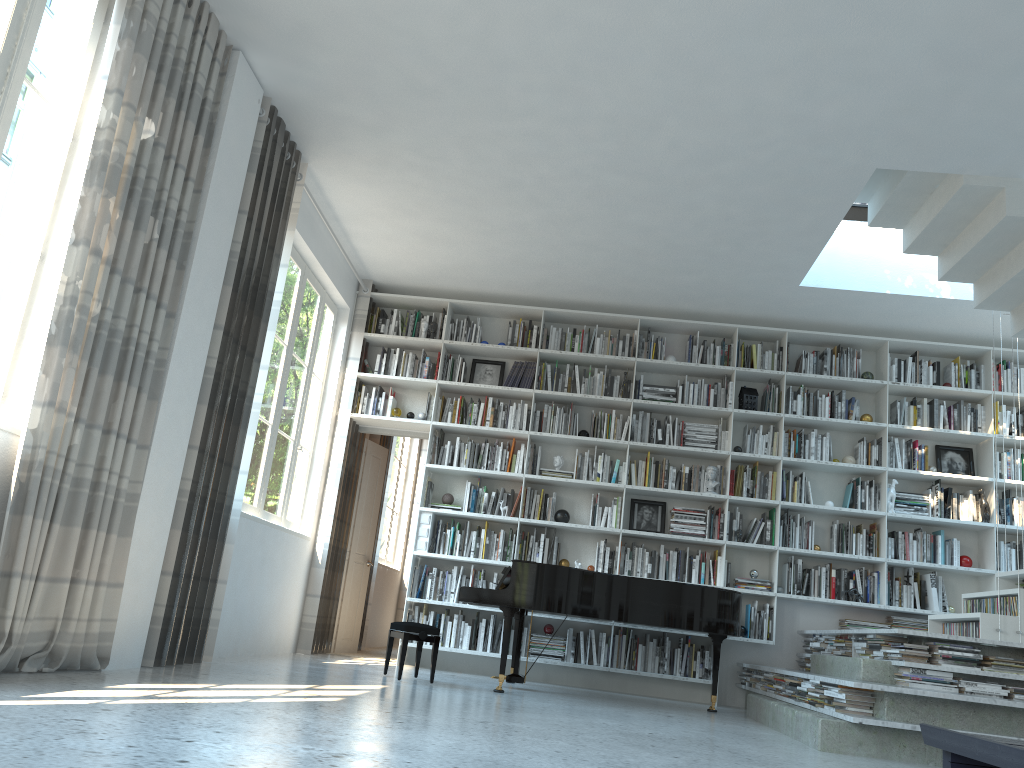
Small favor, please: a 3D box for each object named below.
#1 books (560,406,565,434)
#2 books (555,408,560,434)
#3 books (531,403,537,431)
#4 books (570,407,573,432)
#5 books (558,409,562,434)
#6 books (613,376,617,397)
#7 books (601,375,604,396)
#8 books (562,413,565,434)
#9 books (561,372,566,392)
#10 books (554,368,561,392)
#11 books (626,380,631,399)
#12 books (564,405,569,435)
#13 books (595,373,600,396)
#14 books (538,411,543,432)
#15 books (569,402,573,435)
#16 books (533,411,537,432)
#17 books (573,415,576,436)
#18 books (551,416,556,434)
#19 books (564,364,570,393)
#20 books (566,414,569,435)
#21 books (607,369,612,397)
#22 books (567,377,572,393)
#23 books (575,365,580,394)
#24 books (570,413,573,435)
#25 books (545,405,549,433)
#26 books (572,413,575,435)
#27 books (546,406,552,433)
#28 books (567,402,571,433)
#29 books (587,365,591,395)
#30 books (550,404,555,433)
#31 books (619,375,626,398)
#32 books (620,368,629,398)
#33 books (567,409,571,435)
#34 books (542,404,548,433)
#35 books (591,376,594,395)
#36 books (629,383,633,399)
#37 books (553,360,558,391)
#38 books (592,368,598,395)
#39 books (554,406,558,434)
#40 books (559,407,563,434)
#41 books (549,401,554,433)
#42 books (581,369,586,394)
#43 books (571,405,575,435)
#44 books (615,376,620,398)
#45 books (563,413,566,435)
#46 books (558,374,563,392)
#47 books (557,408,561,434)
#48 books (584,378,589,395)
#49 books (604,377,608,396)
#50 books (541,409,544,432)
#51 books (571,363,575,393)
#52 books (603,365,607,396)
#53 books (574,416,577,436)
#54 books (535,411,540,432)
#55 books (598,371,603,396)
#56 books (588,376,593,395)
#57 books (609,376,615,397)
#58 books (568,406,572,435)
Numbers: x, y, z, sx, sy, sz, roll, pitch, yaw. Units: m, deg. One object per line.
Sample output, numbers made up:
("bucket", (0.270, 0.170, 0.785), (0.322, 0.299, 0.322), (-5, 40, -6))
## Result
("books", (0.437, 0.345, 7.694), (0.011, 0.278, 0.169), (6, -15, 5))
("books", (0.394, 0.350, 7.681), (0.012, 0.251, 0.184), (6, -15, 5))
("books", (0.190, 0.323, 7.733), (0.012, 0.284, 0.160), (6, -15, 5))
("books", (0.515, 0.343, 7.702), (0.005, 0.304, 0.163), (6, -15, 5))
("books", (0.417, 0.357, 7.702), (0.011, 0.255, 0.152), (6, -15, 5))
("books", (0.893, 0.062, 7.745), (0.022, 0.222, 0.161), (6, -15, 5))
("books", (0.790, 0.049, 7.759), (0.013, 0.230, 0.142), (6, -15, 5))
("books", (0.443, 0.378, 7.677), (0.011, 0.208, 0.181), (6, -15, 5))
("books", (0.450, 0.021, 7.784), (0.029, 0.218, 0.158), (6, -15, 5))
("books", (0.398, 0.003, 7.785), (0.031, 0.241, 0.182), (6, -15, 5))
("books", (1.013, 0.084, 7.752), (0.028, 0.211, 0.135), (6, -15, 5))
("books", (0.470, 0.342, 7.690), (0.011, 0.290, 0.177), (6, -15, 5))
("books", (0.744, 0.043, 7.748), (0.021, 0.225, 0.192), (6, -15, 5))
("books", (0.248, 0.362, 7.726), (0.024, 0.218, 0.140), (6, -15, 5))
("books", (0.512, 0.331, 7.707), (0.005, 0.330, 0.162), (6, -15, 5))
("books", (0.198, 0.356, 7.706), (0.015, 0.207, 0.186), (6, -15, 5))
("books", (0.542, 0.390, 7.694), (0.012, 0.217, 0.151), (6, -15, 5))
("books", (0.363, 0.385, 7.697), (0.029, 0.186, 0.149), (6, -15, 5))
("books", (0.480, -0.012, 7.791), (0.023, 0.292, 0.156), (6, -15, 5))
("books", (0.479, 0.385, 7.704), (0.012, 0.216, 0.133), (6, -15, 5))
("books", (0.847, 0.029, 7.774), (0.022, 0.289, 0.147), (6, -15, 5))
("books", (0.503, 0.047, 7.784), (0.034, 0.180, 0.160), (6, -15, 5))
("books", (0.575, -0.001, 7.774), (0.075, 0.284, 0.179), (6, -15, 5))
("books", (0.519, 0.353, 7.696), (0.004, 0.283, 0.167), (6, -15, 5))
("books", (0.304, 0.333, 7.705), (0.012, 0.275, 0.157), (6, -15, 5))
("books", (0.534, 0.382, 7.704), (0.009, 0.236, 0.135), (6, -15, 5))
("books", (0.321, 0.342, 7.703), (0.024, 0.261, 0.178), (6, -15, 5))
("books", (0.492, 0.333, 7.705), (0.004, 0.320, 0.153), (6, -15, 5))
("books", (0.674, 0.000, 7.776), (0.012, 0.307, 0.145), (6, -15, 5))
("books", (0.349, 0.332, 7.695), (0.010, 0.282, 0.184), (6, -15, 5))
("books", (0.957, 0.047, 7.740), (0.055, 0.263, 0.167), (6, -15, 5))
("books", (0.974, 0.030, 7.743), (0.058, 0.301, 0.175), (6, -15, 5))
("books", (0.495, 0.360, 7.690), (0.010, 0.261, 0.158), (6, -15, 5))
("books", (0.286, 0.331, 7.711), (0.026, 0.278, 0.151), (6, -15, 5))
("books", (0.703, 0.050, 7.760), (0.010, 0.208, 0.174), (6, -15, 5))
("books", (1.036, 0.097, 7.754), (0.019, 0.193, 0.098), (6, -15, 5))
("books", (0.382, -0.034, 7.795), (0.012, 0.314, 0.172), (6, -15, 5))
("books", (0.726, 0.018, 7.780), (0.026, 0.285, 0.138), (6, -15, 5))
("books", (0.384, 0.343, 7.682), (0.009, 0.262, 0.190), (6, -15, 5))
("books", (0.426, 0.351, 7.686), (0.009, 0.260, 0.181), (6, -15, 5))
("books", (0.342, 0.321, 7.721), (0.011, 0.316, 0.155), (6, -15, 5))
("books", (0.625, 0.018, 7.782), (0.027, 0.264, 0.169), (6, -15, 5))
("books", (0.525, 0.347, 7.679), (0.011, 0.286, 0.189), (6, -15, 5))
("books", (0.917, 0.062, 7.759), (0.024, 0.236, 0.153), (6, -15, 5))
("books", (0.457, 0.377, 7.702), (0.011, 0.226, 0.130), (6, -15, 5))
("books", (0.424, 0.029, 7.791), (0.024, 0.201, 0.154), (6, -15, 5))
("books", (0.407, 0.353, 7.704), (0.010, 0.261, 0.170), (6, -15, 5))
("books", (0.647, 0.059, 7.762), (0.028, 0.179, 0.168), (6, -15, 5))
("books", (0.819, 0.063, 7.764), (0.024, 0.213, 0.150), (6, -15, 5))
("books", (0.266, 0.350, 7.714), (0.012, 0.239, 0.134), (6, -15, 5))
("books", (0.534, -0.013, 7.806), (0.013, 0.314, 0.135), (6, -15, 5))
("books", (0.806, 0.008, 7.758), (0.011, 0.312, 0.184), (6, -15, 5))
("books", (0.550, 0.394, 7.691), (0.004, 0.209, 0.132), (6, -15, 5))
("books", (0.222, 0.357, 7.730), (0.029, 0.224, 0.137), (6, -15, 5))
("books", (0.772, 0.034, 7.768), (0.028, 0.260, 0.136), (6, -15, 5))
("books", (0.688, 0.054, 7.787), (0.024, 0.211, 0.128), (6, -15, 5))
("books", (0.867, 0.061, 7.743), (0.030, 0.217, 0.183), (6, -15, 5))
("books", (0.506, 0.338, 7.708), (0.005, 0.315, 0.157), (6, -15, 5))
